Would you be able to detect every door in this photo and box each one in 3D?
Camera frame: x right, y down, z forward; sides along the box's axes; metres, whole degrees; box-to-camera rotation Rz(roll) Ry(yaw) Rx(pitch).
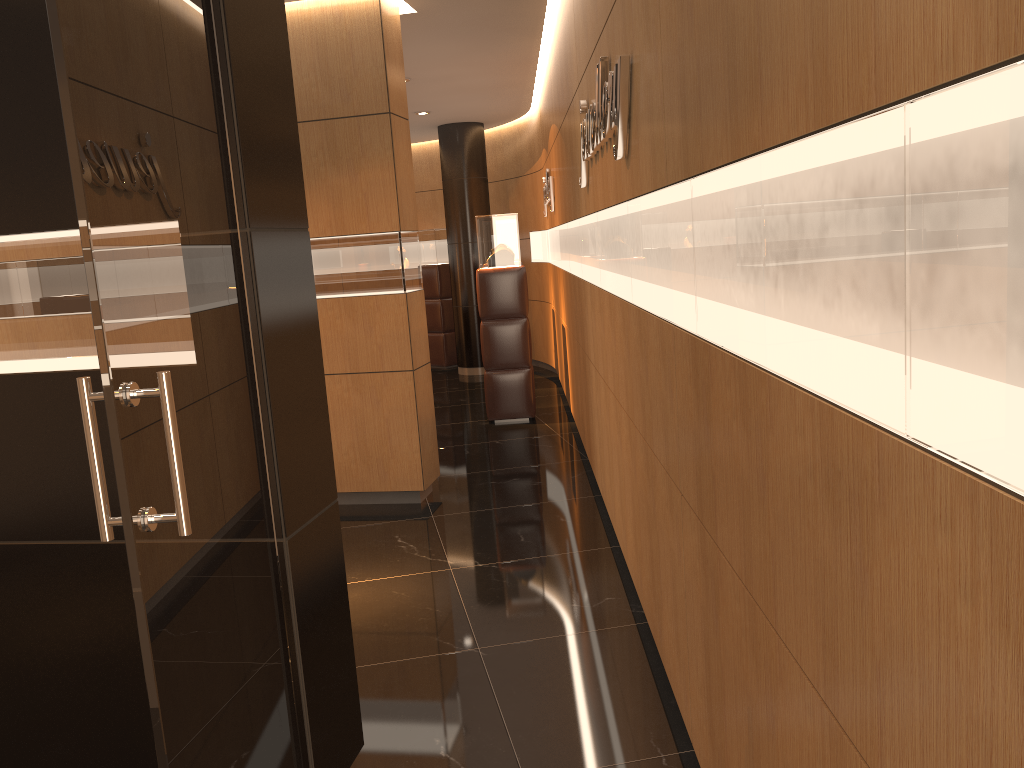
[{"bbox_3d":[-0.695,-0.060,1.207,0.098,3.285,2.473,-4,9,1],"label":"door"}]

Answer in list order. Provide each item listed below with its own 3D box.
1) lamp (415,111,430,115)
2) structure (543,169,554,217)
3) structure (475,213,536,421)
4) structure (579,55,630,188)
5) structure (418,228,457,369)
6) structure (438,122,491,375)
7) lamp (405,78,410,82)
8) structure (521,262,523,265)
[{"bbox_3d":[-1.050,-3.205,10.399,0.176,0.068,0.176,-5,9,-5],"label":"lamp"},{"bbox_3d":[0.383,-2.046,9.504,0.034,0.442,2.050,-4,9,1],"label":"structure"},{"bbox_3d":[-0.074,-0.659,8.695,0.498,1.968,0.484,-4,9,0],"label":"structure"},{"bbox_3d":[0.392,-1.182,4.058,0.034,0.442,2.050,-4,9,1],"label":"structure"},{"bbox_3d":[-1.030,-1.245,12.934,0.498,2.000,0.484,5,13,44],"label":"structure"},{"bbox_3d":[-0.565,-1.860,12.018,0.613,3.430,0.613,-3,9,5],"label":"structure"},{"bbox_3d":[-1.046,-2.874,8.311,0.176,0.068,0.176,-5,9,-5],"label":"lamp"},{"bbox_3d":[-0.077,-0.970,10.755,0.498,2.000,0.484,-4,9,0],"label":"structure"}]
